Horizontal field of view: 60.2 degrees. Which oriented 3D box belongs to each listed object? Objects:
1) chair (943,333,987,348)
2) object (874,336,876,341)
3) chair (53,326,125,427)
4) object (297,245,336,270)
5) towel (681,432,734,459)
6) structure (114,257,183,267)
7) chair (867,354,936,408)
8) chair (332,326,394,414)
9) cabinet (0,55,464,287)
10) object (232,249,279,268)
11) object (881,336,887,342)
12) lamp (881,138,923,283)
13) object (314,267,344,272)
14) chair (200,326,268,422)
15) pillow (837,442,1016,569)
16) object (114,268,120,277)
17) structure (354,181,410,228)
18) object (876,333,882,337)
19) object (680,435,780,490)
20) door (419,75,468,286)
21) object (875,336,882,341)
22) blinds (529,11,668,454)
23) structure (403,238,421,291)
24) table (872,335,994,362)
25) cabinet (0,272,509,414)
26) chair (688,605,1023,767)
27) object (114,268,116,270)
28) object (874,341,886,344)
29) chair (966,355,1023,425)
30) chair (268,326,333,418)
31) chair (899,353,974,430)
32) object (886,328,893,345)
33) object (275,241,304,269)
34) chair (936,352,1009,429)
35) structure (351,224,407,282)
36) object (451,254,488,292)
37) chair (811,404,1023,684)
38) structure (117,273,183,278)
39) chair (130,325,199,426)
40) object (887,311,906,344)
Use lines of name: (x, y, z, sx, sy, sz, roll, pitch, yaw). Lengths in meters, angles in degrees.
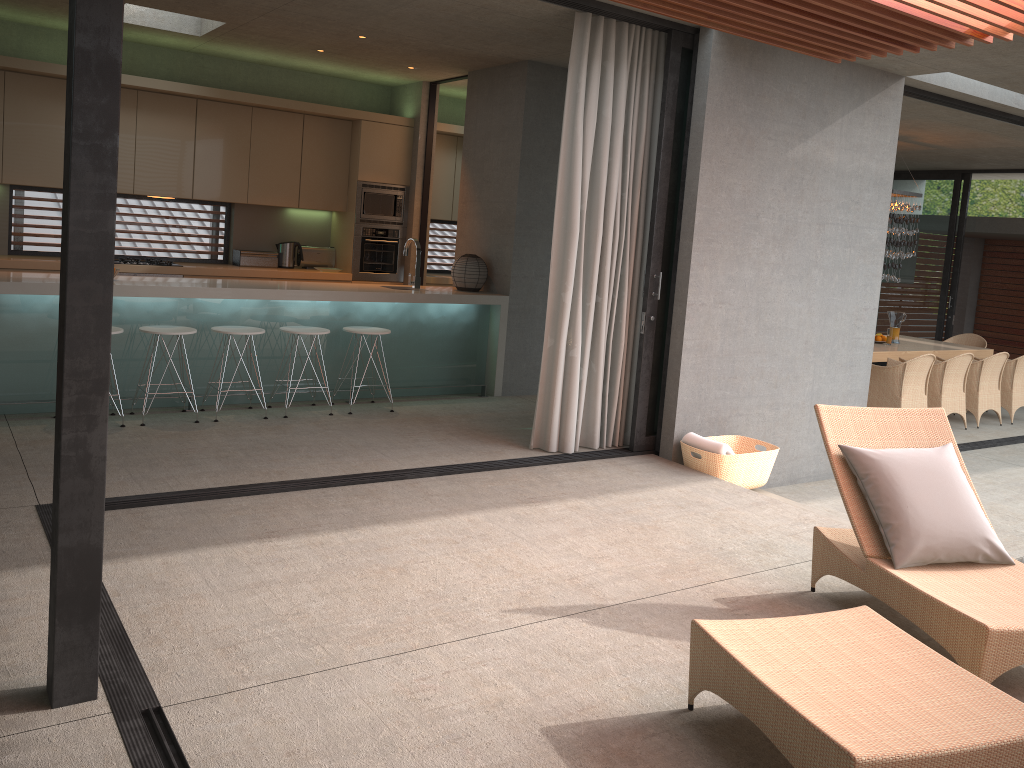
chair: (6.018, -0.256, 11.962, 0.630, 0.856, 0.623, 0, 8, -34)
object: (4.435, -0.546, 10.756, 0.070, 0.070, 0.071, 5, 8, 4)
chair: (-2.769, -0.054, 5.811, 0.382, 0.619, 0.385, 0, 8, -34)
object: (-2.093, -1.351, 9.445, 0.389, 0.245, 0.151, -1, 9, -34)
towel: (1.376, 0.515, 6.018, 0.309, 0.309, 0.372, 0, 9, -34)
structure: (-3.537, -1.116, 8.185, 0.839, 0.090, 0.468, -2, 12, -34)
chair: (4.029, 0.059, 9.250, 0.617, 0.856, 0.636, 0, 8, -34)
chair: (-1.154, -0.118, 6.912, 0.382, 0.619, 0.385, 0, 8, -34)
cabinet: (-2.309, -1.417, 8.223, 7.472, 2.546, 1.983, -2, 9, -34)
object: (-2.631, -1.284, 9.072, 0.400, 0.159, 0.242, -2, 11, -34)
object: (4.503, -0.544, 10.720, 0.087, 0.086, 0.087, -3, 10, -44)
lamp: (4.525, -2.114, 10.766, 0.619, 1.742, 0.623, 1, 7, -34)
object: (-1.913, -1.190, 9.222, 0.311, 0.034, 0.312, 9, 11, 24)
chair: (-1.982, -0.085, 6.346, 0.382, 0.619, 0.385, 0, 8, -34)
pillow: (1.761, 0.506, 3.775, 0.608, 0.424, 0.431, 2, 8, -16)
object: (-2.957, -0.783, 6.268, 0.315, 0.081, 0.318, -2, 12, -34)
structure: (-1.481, -1.919, 9.448, 0.596, 0.434, 0.464, -1, 10, -34)
object: (4.450, -0.590, 10.723, 0.071, 0.047, 0.072, 7, 9, 16)
object: (1.493, 0.566, 6.111, 0.680, 0.298, 0.450, -2, 11, -34)
door: (-2.833, -0.138, 3.790, 5.801, 4.436, 15.405, 9, 10, 27)
object: (4.428, -0.539, 10.682, 0.081, 0.080, 0.081, 4, 8, -6)
blinds: (0.636, -0.999, 6.100, 0.885, 2.911, 0.231, 0, 7, -38)
structure: (-0.884, -1.038, 7.638, 0.097, 0.438, 0.260, 1, 7, -34)
table: (4.332, -0.129, 10.768, 3.257, 0.751, 1.292, -2, 11, -34)
cabinet: (-1.985, -0.342, 7.021, 4.122, 0.892, 0.808, -2, 10, -34)
chair: (1.288, 0.866, 1.898, 0.699, 0.820, 2.320, 2, 10, -19)
object: (-2.878, -0.802, 6.308, 0.095, 0.093, 0.094, 12, 10, 44)
object: (4.430, -0.521, 10.775, 0.311, 0.034, 0.312, 9, 11, 24)
chair: (5.863, -0.013, 10.496, 0.617, 0.856, 0.636, 0, 8, -34)
chair: (-1.571, -0.102, 6.628, 0.382, 0.619, 0.385, 0, 8, -34)
chair: (4.640, 0.035, 9.665, 0.617, 0.856, 0.636, 0, 8, -34)
object: (4.270, -0.690, 10.653, 0.540, 0.383, 0.328, 2, 8, -18)
object: (-2.327, -1.351, 9.226, 0.278, 0.283, 0.179, 0, 8, -29)
chair: (5.251, 0.011, 10.081, 0.617, 0.856, 0.636, 0, 8, -34)
structure: (-1.510, -1.414, 9.478, 0.596, 0.575, 0.502, -1, 9, -34)
object: (-0.386, -1.013, 8.030, 0.340, 0.332, 0.343, -2, 10, -42)
chair: (1.958, 0.719, 3.047, 0.699, 0.820, 2.320, 3, 10, -15)
structure: (-3.426, -0.754, 8.008, 0.828, 0.497, 0.080, -1, 8, -34)
chair: (-2.378, -0.070, 6.077, 0.382, 0.619, 0.385, 0, 8, -34)
object: (4.729, -0.698, 10.909, 0.194, 0.383, 0.193, 9, 8, 37)
